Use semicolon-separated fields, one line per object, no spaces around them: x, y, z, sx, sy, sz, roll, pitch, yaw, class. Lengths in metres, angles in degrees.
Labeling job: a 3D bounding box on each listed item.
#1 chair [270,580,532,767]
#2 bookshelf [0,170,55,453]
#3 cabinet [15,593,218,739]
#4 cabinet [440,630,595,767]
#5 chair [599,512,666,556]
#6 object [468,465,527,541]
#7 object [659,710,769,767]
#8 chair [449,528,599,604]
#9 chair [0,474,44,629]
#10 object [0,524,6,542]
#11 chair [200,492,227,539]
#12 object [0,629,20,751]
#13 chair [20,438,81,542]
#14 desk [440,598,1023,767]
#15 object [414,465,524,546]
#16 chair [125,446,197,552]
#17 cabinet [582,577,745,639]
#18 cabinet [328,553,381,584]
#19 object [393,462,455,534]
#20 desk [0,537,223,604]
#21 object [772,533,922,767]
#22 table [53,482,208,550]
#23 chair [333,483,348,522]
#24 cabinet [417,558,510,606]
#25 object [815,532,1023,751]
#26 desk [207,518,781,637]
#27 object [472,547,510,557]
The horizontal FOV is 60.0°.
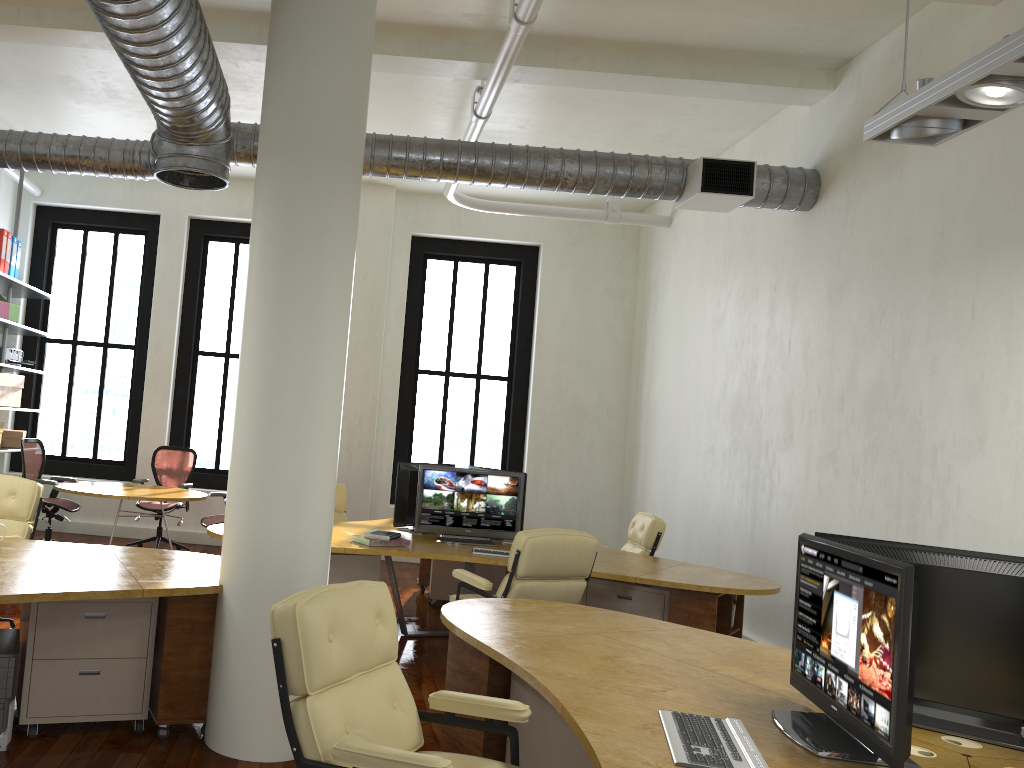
-0.295;1.151;2.624;0.845;1.020;0.659;3;-4;25;chair
-5.483;-0.498;8.904;0.645;4.599;3.659;5;-3;-10;bookshelf
-1.985;1.288;4.439;0.824;0.708;0.953;6;-4;-28;cabinet
0.320;1.437;3.745;0.808;0.708;0.971;7;-4;-35;cabinet
0.816;1.576;7.518;0.789;1.020;0.711;4;-3;0;chair
-0.142;0.964;7.185;0.267;0.552;0.876;6;-4;-32;object
0.541;0.971;2.417;0.238;0.016;0.458;4;-4;7;object
0.036;1.378;5.565;0.653;1.020;0.852;7;-4;-35;chair
-3.425;1.082;5.542;0.736;1.020;0.762;4;-3;5;chair
-2.765;0.787;4.690;0.119;0.131;0.129;2;-4;36;object
-5.435;0.926;6.743;7.218;1.157;1.034;7;-4;-35;chair
-2.358;1.379;4.040;0.167;0.411;0.515;6;-4;-28;object
-4.564;1.140;8.822;0.766;1.157;0.722;4;-3;-1;chair
0.997;1.414;2.826;3.551;0.733;3.820;7;-5;-34;desk
-0.319;0.914;6.667;0.793;0.552;0.296;5;-3;-6;object
-3.764;1.263;9.643;0.743;1.157;0.744;4;-3;4;chair
1.015;1.652;6.056;0.971;0.708;0.807;3;-4;30;cabinet
-1.500;1.458;6.345;0.819;0.708;0.958;7;-4;-30;cabinet
-0.711;0.918;7.216;0.320;0.552;0.732;2;-4;34;object
-3.568;1.117;4.178;3.842;0.733;3.527;2;-5;34;desk
0.952;0.746;2.565;0.297;0.552;0.792;4;-4;1;object
-3.757;1.405;8.684;1.593;0.744;1.375;3;-4;21;table
-1.676;1.390;7.908;0.660;1.020;0.845;6;-4;-31;chair
-0.428;1.683;8.333;0.895;0.708;0.882;5;-3;0;cabinet
1.403;0.801;2.820;0.883;0.552;0.265;2;-4;32;object
-0.342;1.602;7.299;3.944;0.733;3.465;5;-4;1;desk
-0.034;1.171;6.112;0.491;0.016;0.222;4;-4;8;object
